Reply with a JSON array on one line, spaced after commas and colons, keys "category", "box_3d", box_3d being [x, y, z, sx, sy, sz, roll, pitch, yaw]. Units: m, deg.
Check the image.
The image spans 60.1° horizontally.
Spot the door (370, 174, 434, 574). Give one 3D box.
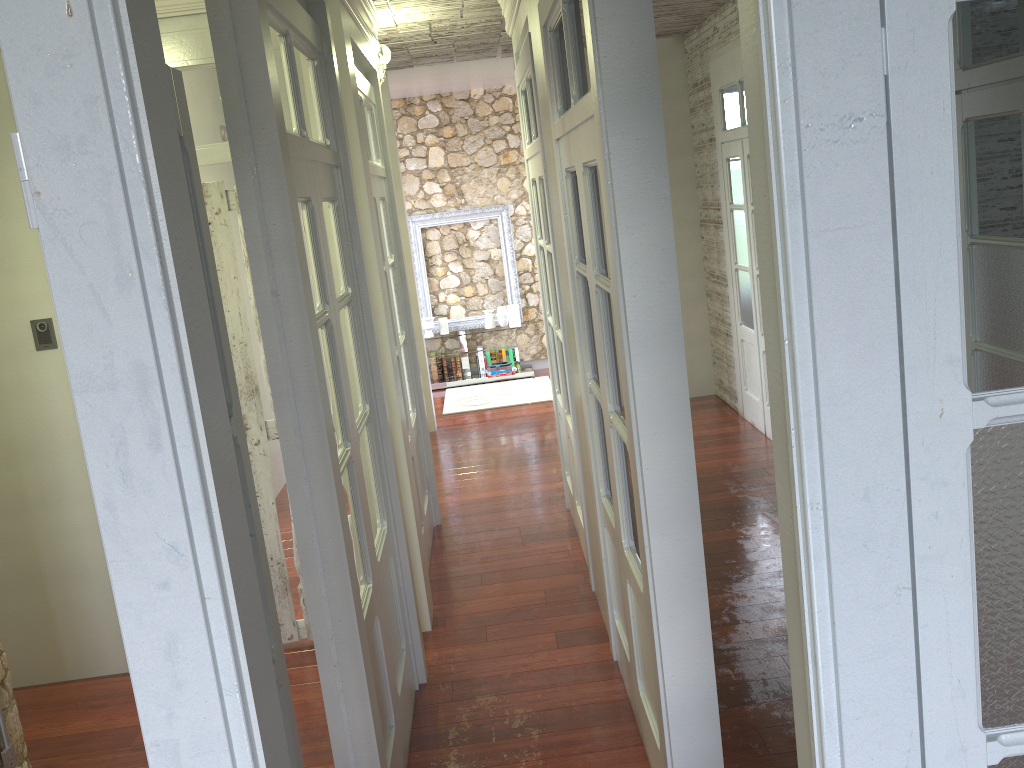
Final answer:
[{"category": "door", "box_3d": [-0.589, -0.044, 4.649, 0.041, 2.067, 1.086, -7, 10, -1]}]

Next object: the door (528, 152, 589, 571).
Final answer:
[{"category": "door", "box_3d": [0.258, -0.155, 4.671, 0.041, 2.067, 1.086, -7, 10, -1]}]

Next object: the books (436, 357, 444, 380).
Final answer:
[{"category": "books", "box_3d": [-0.757, -0.174, 9.376, 0.057, 0.227, 0.191, -7, 10, -1]}]

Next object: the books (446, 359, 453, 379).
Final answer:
[{"category": "books", "box_3d": [-0.658, -0.166, 9.370, 0.048, 0.190, 0.145, -7, 10, -1]}]

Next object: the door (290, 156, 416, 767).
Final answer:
[{"category": "door", "box_3d": [-0.507, 0.328, 2.882, 0.041, 2.067, 1.086, -7, 10, -1]}]

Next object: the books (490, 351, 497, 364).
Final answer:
[{"category": "books", "box_3d": [-0.194, -0.246, 9.388, 0.057, 0.226, 0.172, -7, 10, -1]}]

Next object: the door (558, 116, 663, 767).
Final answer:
[{"category": "door", "box_3d": [0.339, 0.215, 2.916, 0.041, 2.067, 1.086, -7, 10, -1]}]

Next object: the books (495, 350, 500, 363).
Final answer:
[{"category": "books", "box_3d": [-0.147, -0.246, 9.396, 0.037, 0.212, 0.169, -7, 10, -1]}]

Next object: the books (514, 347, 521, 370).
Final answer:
[{"category": "books", "box_3d": [0.055, -0.282, 9.392, 0.034, 0.232, 0.185, -7, 10, -1]}]

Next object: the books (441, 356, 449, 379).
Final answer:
[{"category": "books", "box_3d": [-0.708, -0.196, 9.356, 0.044, 0.268, 0.141, -7, 10, -1]}]

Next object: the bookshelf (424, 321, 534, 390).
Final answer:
[{"category": "bookshelf", "box_3d": [-0.500, -0.282, 9.326, 1.400, 0.545, 0.404, -7, 10, -1]}]

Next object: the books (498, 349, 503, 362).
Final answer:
[{"category": "books", "box_3d": [-0.113, -0.260, 9.392, 0.034, 0.232, 0.185, -7, 10, -1]}]

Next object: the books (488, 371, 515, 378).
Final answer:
[{"category": "books", "box_3d": [-0.112, -0.113, 9.190, 0.284, 0.032, 0.199, -7, 12, -1]}]

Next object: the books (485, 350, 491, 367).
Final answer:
[{"category": "books", "box_3d": [-0.246, -0.241, 9.410, 0.045, 0.220, 0.176, -7, 10, -1]}]

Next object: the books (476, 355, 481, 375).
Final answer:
[{"category": "books", "box_3d": [-0.359, -0.215, 9.389, 0.027, 0.205, 0.163, -7, 10, -1]}]

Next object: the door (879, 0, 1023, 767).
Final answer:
[{"category": "door", "box_3d": [1.022, 0.465, 1.129, 1.058, 2.161, 0.041, -7, 9, -1]}]

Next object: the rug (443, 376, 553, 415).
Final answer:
[{"category": "rug", "box_3d": [-0.128, 0.099, 8.608, 1.068, 0.016, 1.078, -7, 12, -1]}]

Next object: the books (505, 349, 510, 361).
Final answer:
[{"category": "books", "box_3d": [-0.047, -0.269, 9.394, 0.034, 0.232, 0.185, -7, 10, -1]}]

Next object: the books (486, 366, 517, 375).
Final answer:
[{"category": "books", "box_3d": [-0.116, -0.144, 9.185, 0.285, 0.031, 0.199, -11, 13, -16]}]

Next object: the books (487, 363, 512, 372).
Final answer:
[{"category": "books", "box_3d": [-0.124, -0.174, 9.183, 0.254, 0.030, 0.176, -6, 12, 4]}]

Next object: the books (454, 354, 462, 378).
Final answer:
[{"category": "books", "box_3d": [-0.572, -0.197, 9.382, 0.057, 0.226, 0.172, -7, 10, -1]}]

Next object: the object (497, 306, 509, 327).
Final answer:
[{"category": "object", "box_3d": [-0.095, -0.704, 9.246, 0.114, 0.207, 0.113, 1, 13, 38]}]

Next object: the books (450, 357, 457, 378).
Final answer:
[{"category": "books", "box_3d": [-0.618, -0.190, 9.384, 0.038, 0.221, 0.160, -7, 10, -1]}]

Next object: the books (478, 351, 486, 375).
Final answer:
[{"category": "books", "box_3d": [-0.323, -0.251, 9.388, 0.053, 0.266, 0.178, -7, 10, -1]}]

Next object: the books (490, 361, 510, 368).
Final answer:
[{"category": "books", "box_3d": [-0.123, -0.199, 9.177, 0.204, 0.023, 0.145, -7, 12, -1]}]

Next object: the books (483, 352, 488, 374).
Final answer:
[{"category": "books", "box_3d": [-0.279, -0.225, 9.392, 0.026, 0.205, 0.163, -7, 10, -1]}]

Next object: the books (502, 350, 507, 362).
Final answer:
[{"category": "books", "box_3d": [-0.080, -0.264, 9.389, 0.034, 0.232, 0.185, -7, 10, -1]}]

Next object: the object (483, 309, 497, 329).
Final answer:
[{"category": "object", "box_3d": [-0.231, -0.680, 9.252, 0.115, 0.193, 0.137, -2, 11, 28]}]

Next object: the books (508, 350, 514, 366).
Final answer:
[{"category": "books", "box_3d": [-0.009, -0.269, 9.403, 0.045, 0.220, 0.176, -7, 10, -1]}]

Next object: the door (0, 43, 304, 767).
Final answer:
[{"category": "door", "box_3d": [-0.812, 0.697, 1.124, 1.193, 2.163, 0.484, -12, 11, -27]}]

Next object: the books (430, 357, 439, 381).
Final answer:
[{"category": "books", "box_3d": [-0.821, -0.185, 9.384, 0.066, 0.261, 0.200, -7, 10, -1]}]

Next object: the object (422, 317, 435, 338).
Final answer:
[{"category": "object", "box_3d": [-0.872, -0.586, 9.185, 0.173, 0.191, 0.173, -7, 10, -1]}]

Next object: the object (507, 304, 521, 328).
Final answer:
[{"category": "object", "box_3d": [0.022, -0.703, 9.128, 0.118, 0.226, 0.074, -7, 9, -1]}]

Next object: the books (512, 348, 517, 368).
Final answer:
[{"category": "books", "box_3d": [0.026, -0.277, 9.395, 0.026, 0.230, 0.161, -7, 10, -1]}]
